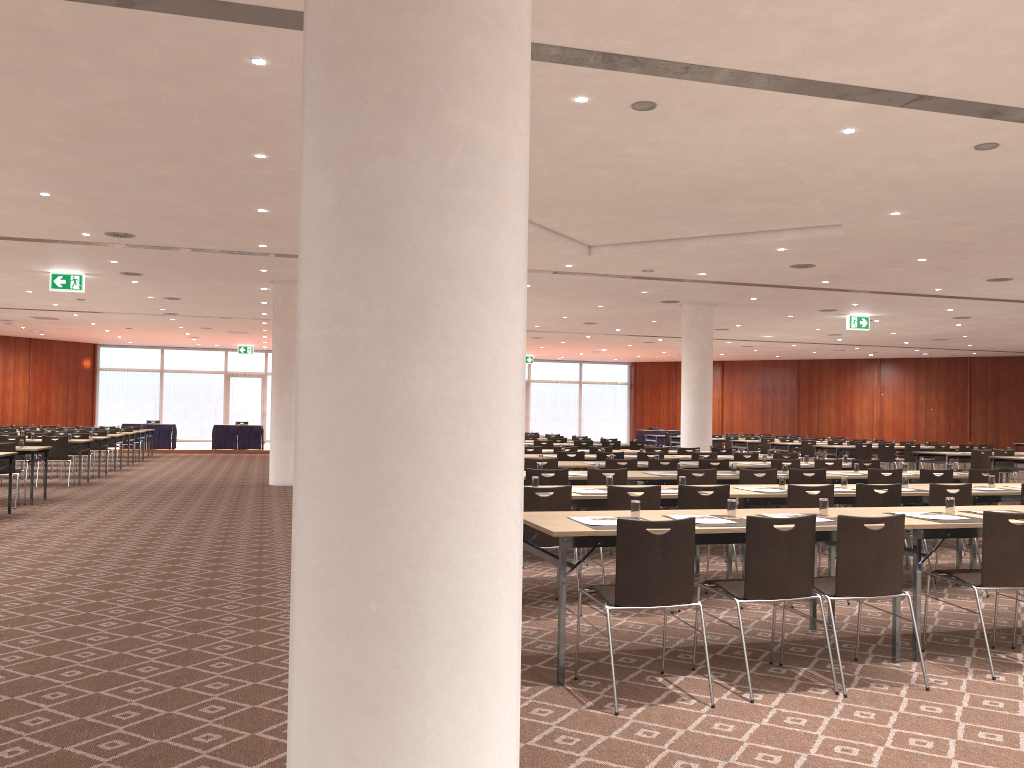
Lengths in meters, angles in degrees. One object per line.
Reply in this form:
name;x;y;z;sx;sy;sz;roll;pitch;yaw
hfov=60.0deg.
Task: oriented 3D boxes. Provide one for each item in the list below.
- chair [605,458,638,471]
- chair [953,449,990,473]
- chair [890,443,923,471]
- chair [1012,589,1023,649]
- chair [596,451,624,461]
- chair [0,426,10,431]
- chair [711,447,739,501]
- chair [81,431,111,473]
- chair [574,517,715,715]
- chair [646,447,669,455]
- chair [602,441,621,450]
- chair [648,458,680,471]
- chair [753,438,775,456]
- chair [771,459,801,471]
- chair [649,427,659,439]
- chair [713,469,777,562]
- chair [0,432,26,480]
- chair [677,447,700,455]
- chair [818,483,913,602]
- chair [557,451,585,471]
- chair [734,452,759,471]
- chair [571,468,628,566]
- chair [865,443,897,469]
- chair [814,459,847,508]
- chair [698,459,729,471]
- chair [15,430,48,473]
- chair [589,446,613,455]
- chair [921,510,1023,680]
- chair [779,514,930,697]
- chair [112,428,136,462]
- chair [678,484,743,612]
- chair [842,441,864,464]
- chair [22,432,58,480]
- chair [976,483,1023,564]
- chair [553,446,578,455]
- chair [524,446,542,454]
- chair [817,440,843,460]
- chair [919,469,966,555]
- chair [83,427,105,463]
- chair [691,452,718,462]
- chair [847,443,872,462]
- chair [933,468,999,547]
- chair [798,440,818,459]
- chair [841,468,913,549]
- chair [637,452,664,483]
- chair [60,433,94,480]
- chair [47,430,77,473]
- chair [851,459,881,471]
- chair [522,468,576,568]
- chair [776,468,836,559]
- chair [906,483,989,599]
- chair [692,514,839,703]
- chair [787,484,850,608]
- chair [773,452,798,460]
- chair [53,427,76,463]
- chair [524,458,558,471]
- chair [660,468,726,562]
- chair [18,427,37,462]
chair;1.297;1.391;11.100;0.536;0.939;0.614;1;-2;-18
chair;9.018;1.739;17.307;0.536;0.939;0.614;1;-2;-15
chair;9.382;1.876;21.031;0.536;0.939;0.614;1;-2;-16
chair;3.564;1.233;5.502;0.535;0.939;0.614;1;-2;-17
chair;1.395;1.465;13.165;0.535;0.939;0.614;1;-2;-15
chair;-13.335;1.569;23.194;0.535;0.939;0.614;1;-2;-13
chair;3.673;1.598;15.870;0.536;0.939;0.614;1;-2;-18
chair;-9.422;1.527;20.126;0.536;0.939;0.614;1;-2;-18
chair;0.687;1.155;4.671;0.535;0.939;0.614;1;-2;-15
chair;2.468;1.566;15.537;0.535;0.939;0.614;1;-2;-16
chair;2.062;1.683;19.055;0.536;0.939;0.614;1;-2;-17
chair;1.855;1.407;11.298;0.536;0.939;0.614;1;-2;-18
chair;7.023;1.964;24.674;0.535;0.939;0.614;1;-2;-16
chair;3.520;1.450;11.714;0.535;0.939;0.614;1;-2;-16
chair;5.674;2.178;35.056;0.535;0.939;0.614;1;-2;-15
chair;2.501;1.349;9.322;0.535;0.939;0.614;1;-2;-15
chair;-10.078;1.432;17.725;0.535;0.939;0.614;1;-2;-13
chair;3.053;1.583;15.735;0.535;0.939;0.614;1;-2;-16
chair;2.978;1.291;7.459;0.535;0.939;0.614;1;-2;-15
chair;0.804;1.452;13.082;0.536;0.939;0.614;1;-2;-18
chair;3.543;1.522;13.759;0.536;0.939;0.614;1;-2;-18
chair;0.893;1.309;8.957;0.536;0.939;0.614;1;-2;-18
chair;8.729;1.861;20.935;0.535;0.939;0.614;1;-2;-14
chair;4.151;1.468;11.932;0.536;0.939;0.614;1;-2;-17
chair;2.511;1.422;11.399;0.536;0.939;0.614;1;-2;-16
chair;-10.671;1.492;19.719;0.535;0.939;0.614;1;-2;-16
chair;1.467;1.543;15.340;0.536;0.939;0.614;1;-2;-18
chair;2.916;1.217;5.367;0.535;0.939;0.614;1;-2;-13
chair;1.920;1.188;5.012;0.535;0.939;0.614;1;-2;-16
chair;-10.484;1.645;23.982;0.536;0.939;0.614;1;-2;-17
chair;1.436;1.249;6.989;0.535;0.939;0.614;1;-2;-14
chair;8.828;1.937;23.037;0.535;0.939;0.614;1;-2;-17
chair;-9.568;1.451;18.011;0.536;0.939;0.614;1;-2;-17
chair;4.508;1.329;7.802;0.536;0.939;0.614;1;-2;-18
chair;0.855;1.525;15.127;0.535;0.939;0.614;1;-2;-16
chair;0.251;1.508;14.924;0.535;0.939;0.614;1;-2;-13
chair;8.204;1.917;22.780;0.535;0.939;0.614;1;-2;-14
chair;4.627;1.405;9.910;0.535;0.939;0.614;1;-2;-15
chair;-11.179;1.621;23.644;0.536;0.939;0.614;1;-2;-18
chair;2.887;1.507;13.658;0.535;0.939;0.614;1;-2;-14
chair;8.097;1.841;20.676;0.535;0.939;0.614;1;-2;-13
chair;5.250;1.423;10.118;0.536;0.939;0.614;1;-2;-18
chair;7.513;1.904;22.735;0.535;0.939;0.614;1;-2;-14
chair;4.026;1.392;9.823;0.535;0.939;0.614;1;-2;-14
chair;2.021;1.483;13.375;0.535;0.939;0.614;1;-2;-15
chair;-8.846;1.465;18.065;0.536;0.939;0.614;1;-2;-18
chair;-10.045;1.506;19.808;0.536;0.939;0.614;1;-2;-18
chair;4.705;1.481;12.042;0.535;0.939;0.614;1;-2;-13
chair;0.295;1.291;8.748;0.535;0.939;0.614;1;-2;-14
chair;3.082;1.365;9.518;0.535;0.939;0.614;1;-2;-12
chair;3.633;1.307;7.596;0.535;0.939;0.614;1;-2;-17
chair;1.388;1.175;4.901;0.536;0.939;0.614;1;-2;-18
chair;2.322;1.271;7.198;0.536;0.939;0.614;1;-2;-18
chair;4.218;1.541;13.982;0.535;0.939;0.614;1;-2;-15
chair;-11.810;1.608;23.554;0.535;0.939;0.614;1;-2;-15
chair;0.297;1.366;10.867;0.536;0.939;0.614;1;-2;-18
chair;1.840;1.332;9.175;0.535;0.939;0.614;1;-2;-13
chair;-12.660;1.582;23.235;0.535;0.939;0.614;1;-2;-14
